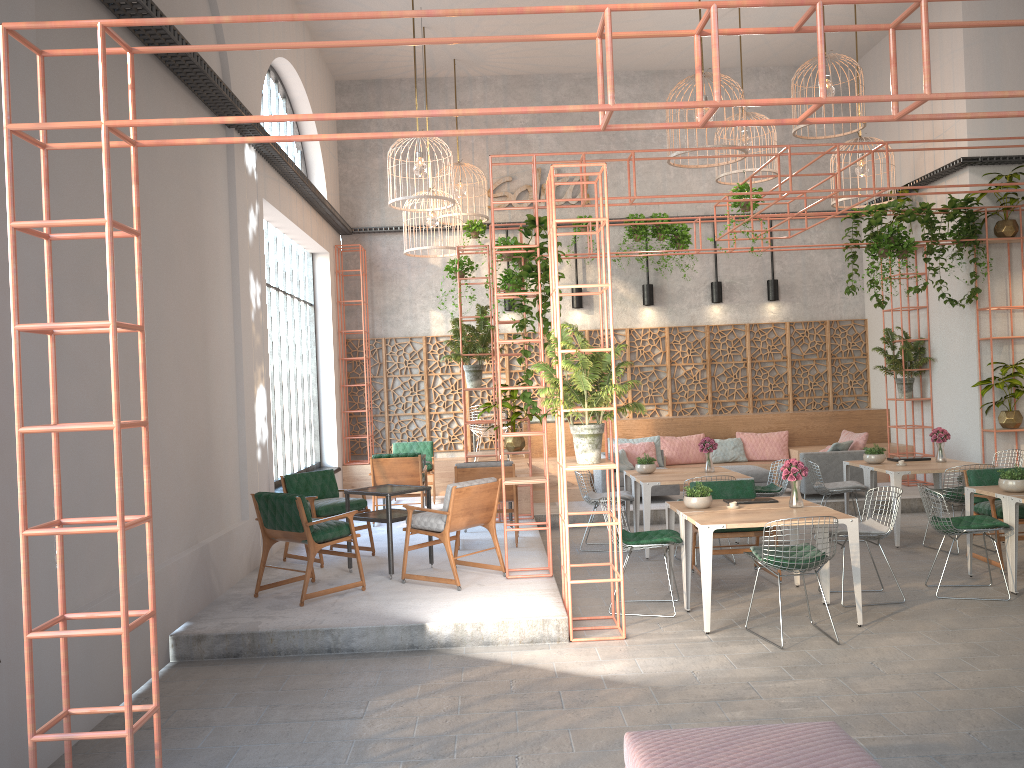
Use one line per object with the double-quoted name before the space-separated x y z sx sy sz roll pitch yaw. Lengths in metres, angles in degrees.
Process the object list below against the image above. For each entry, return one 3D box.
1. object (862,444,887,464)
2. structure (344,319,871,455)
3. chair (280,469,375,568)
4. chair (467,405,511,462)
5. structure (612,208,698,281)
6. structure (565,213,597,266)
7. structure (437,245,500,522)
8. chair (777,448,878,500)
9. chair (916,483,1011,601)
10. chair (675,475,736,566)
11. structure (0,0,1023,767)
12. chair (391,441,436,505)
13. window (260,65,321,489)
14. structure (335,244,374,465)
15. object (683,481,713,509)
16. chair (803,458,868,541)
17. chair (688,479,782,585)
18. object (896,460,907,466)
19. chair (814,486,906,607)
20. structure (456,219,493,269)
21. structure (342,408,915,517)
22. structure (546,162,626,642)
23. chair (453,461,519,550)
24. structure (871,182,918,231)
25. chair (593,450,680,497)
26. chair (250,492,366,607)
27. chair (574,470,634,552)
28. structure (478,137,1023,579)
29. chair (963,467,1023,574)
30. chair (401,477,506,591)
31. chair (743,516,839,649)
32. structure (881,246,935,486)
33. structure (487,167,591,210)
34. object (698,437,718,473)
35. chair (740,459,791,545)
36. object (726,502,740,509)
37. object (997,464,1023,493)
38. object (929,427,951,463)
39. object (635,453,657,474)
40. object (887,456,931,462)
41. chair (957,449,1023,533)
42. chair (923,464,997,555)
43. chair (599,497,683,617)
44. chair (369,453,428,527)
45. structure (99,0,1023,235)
"object" 4.313 0.826 10.560 0.254 0.247 0.248 -2 0 -1
"structure" 2.046 0.089 15.324 9.782 2.103 0.132 -2 0 -1
"chair" -1.960 1.390 9.365 0.685 0.917 0.722 -2 0 39
"chair" -0.320 0.765 12.878 0.565 0.941 0.717 -2 0 7
"structure" 2.320 -2.291 14.483 1.434 1.290 0.670 -2 0 -1
"structure" 1.166 -2.403 14.503 0.605 0.972 0.587 -2 0 -3
"structure" -0.591 -0.008 11.702 0.722 3.623 0.748 -2 0 -1
"chair" 4.491 1.249 12.712 1.052 0.672 1.127 -2 0 -1
"chair" 3.898 1.330 7.639 0.717 0.941 0.565 -2 0 15
"chair" 2.052 1.409 9.421 0.565 0.941 0.717 -2 0 -5
"structure" 5.314 -0.085 2.471 14.689 4.247 4.157 -2 0 -1
"chair" -1.545 1.375 13.736 0.722 0.929 0.685 -2 0 -1
"window" -3.125 -1.464 11.994 0.089 5.544 4.126 -2 0 -1
"structure" -2.612 -0.479 14.755 0.424 3.591 0.624 -2 0 -1
"object" 1.605 0.956 7.652 0.252 0.247 0.247 -2 0 -2
"chair" 3.828 1.338 10.461 0.717 0.941 0.565 -2 0 15
"chair" 2.104 1.409 8.507 0.722 0.917 0.685 -2 0 -1
"object" 4.482 0.906 10.209 0.115 0.078 0.115 -2 0 4
"chair" 2.972 1.368 7.606 0.717 0.941 0.565 -2 0 0
"structure" -0.620 -2.330 14.458 0.605 0.972 0.587 -2 0 -3
"structure" 1.832 1.145 13.645 9.152 1.111 3.396 -2 0 -1
"structure" 0.569 0.136 6.986 0.424 3.602 0.624 -2 0 -1
"chair" -0.287 1.317 9.906 0.722 0.929 0.685 -2 0 -1
"structure" 5.794 -2.616 13.456 0.934 0.803 0.903 -2 0 -30
"chair" 1.805 1.316 13.053 1.127 0.586 1.056 -2 0 -1
"chair" -1.795 1.383 7.766 0.722 0.914 0.685 -2 0 39
"chair" 1.096 1.449 10.393 0.717 0.941 0.565 -2 0 15
"structure" 6.696 -0.687 10.058 14.096 4.345 4.501 -2 0 -3
"chair" 4.885 1.296 8.593 0.722 0.917 0.685 -2 0 -1
"chair" -0.531 1.332 8.101 0.685 0.914 0.722 -2 0 39
"chair" 2.074 1.403 6.580 0.565 0.941 0.717 -2 0 -5
"structure" 6.029 -0.278 13.525 0.424 3.596 0.624 -2 0 -1
"structure" 0.441 -3.373 15.283 1.807 0.695 0.087 -2 0 -1
"object" 2.290 0.824 10.346 0.225 0.414 0.213 -2 0 -9
"chair" 2.951 1.374 10.447 0.717 0.941 0.565 -2 0 0
"object" 1.880 1.029 7.540 0.115 0.073 0.115 -2 0 -7
"object" 4.383 0.818 7.738 0.254 0.247 0.248 -2 0 -1
"object" 5.027 0.712 10.414 0.225 0.414 0.213 -2 0 -9
"object" 1.583 0.937 10.493 0.252 0.247 0.247 -2 0 -2
"object" 4.827 0.912 10.788 0.427 0.031 0.268 -2 0 -1
"chair" 5.683 1.262 10.515 0.717 0.941 0.565 -2 0 0
"chair" 4.785 1.297 9.488 0.565 0.941 0.717 -2 0 -5
"chair" 1.118 1.444 7.552 0.717 0.941 0.565 -2 0 15
"chair" -1.497 1.370 11.774 0.722 0.929 0.685 -2 0 -1
"structure" 4.786 -2.922 7.726 15.203 0.110 15.603 -2 0 -1
